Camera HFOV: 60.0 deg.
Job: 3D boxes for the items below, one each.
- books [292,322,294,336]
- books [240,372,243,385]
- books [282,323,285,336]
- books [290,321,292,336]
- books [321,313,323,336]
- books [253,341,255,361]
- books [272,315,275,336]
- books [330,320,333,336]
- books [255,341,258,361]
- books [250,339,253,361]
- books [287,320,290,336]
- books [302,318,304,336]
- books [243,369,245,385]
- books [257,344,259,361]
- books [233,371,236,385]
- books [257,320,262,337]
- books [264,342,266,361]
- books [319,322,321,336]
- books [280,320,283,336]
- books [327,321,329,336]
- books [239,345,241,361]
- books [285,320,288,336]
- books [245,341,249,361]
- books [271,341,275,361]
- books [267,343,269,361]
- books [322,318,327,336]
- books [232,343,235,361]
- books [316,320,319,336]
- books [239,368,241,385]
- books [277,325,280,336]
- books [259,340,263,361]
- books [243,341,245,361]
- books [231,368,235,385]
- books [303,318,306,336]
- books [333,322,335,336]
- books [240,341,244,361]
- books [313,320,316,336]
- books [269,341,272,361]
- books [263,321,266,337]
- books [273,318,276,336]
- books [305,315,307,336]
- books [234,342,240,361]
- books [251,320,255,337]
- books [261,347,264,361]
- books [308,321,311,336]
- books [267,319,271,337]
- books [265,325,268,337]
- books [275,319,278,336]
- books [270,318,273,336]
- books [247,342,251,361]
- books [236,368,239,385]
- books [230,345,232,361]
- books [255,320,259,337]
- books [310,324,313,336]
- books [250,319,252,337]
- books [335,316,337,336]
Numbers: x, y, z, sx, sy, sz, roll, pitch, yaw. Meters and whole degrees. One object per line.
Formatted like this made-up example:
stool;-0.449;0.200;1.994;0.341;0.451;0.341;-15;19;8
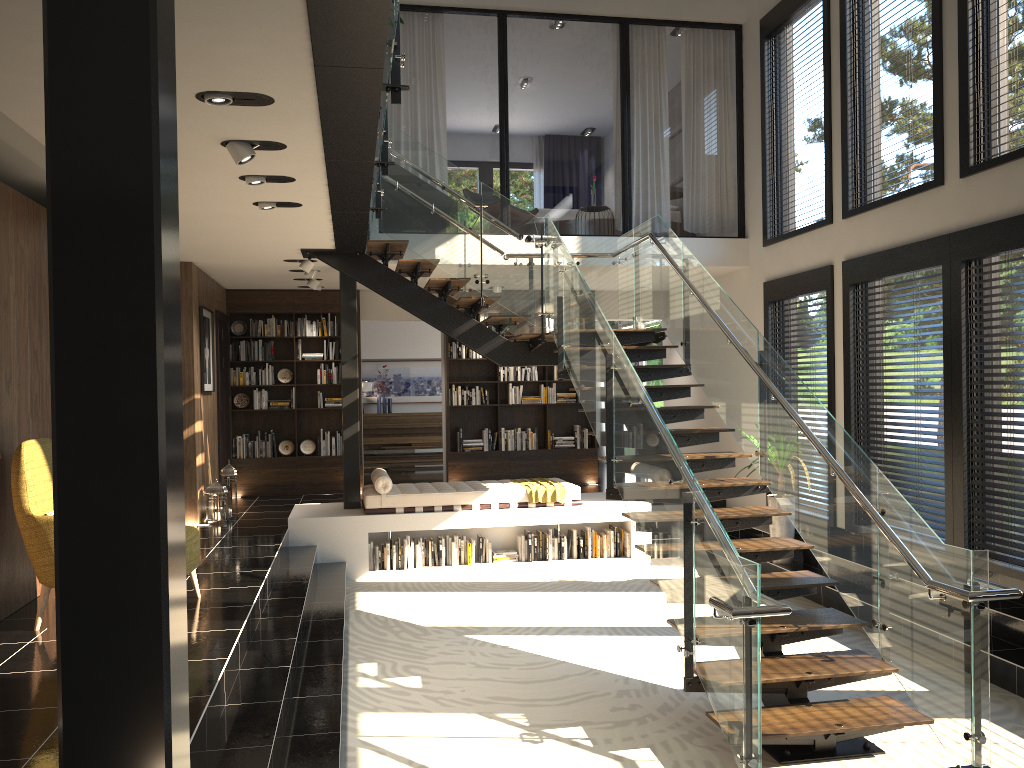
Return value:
books;-2.890;-0.718;11.718;0.024;0.194;0.182;-1;0;-10
books;-3.530;-0.067;11.597;0.037;0.169;0.148;-1;0;-10
books;-2.999;-0.706;11.667;0.029;0.172;0.187;-1;0;-10
books;-2.907;-0.723;11.681;0.023;0.202;0.201;-1;0;-10
books;-2.521;-0.779;11.755;0.015;0.303;0.252;-1;0;-10
books;-3.366;-0.432;11.593;0.019;0.264;0.175;-1;0;-10
books;-3.126;-0.757;11.630;0.012;0.278;0.228;-1;0;-10
books;-2.403;-0.738;11.833;0.037;0.218;0.144;-1;0;-10
books;-3.345;-0.428;11.623;0.032;0.255;0.160;-1;0;-10
books;-3.405;-0.443;11.607;0.015;0.287;0.154;-1;0;-10
books;-2.941;-0.727;11.689;0.039;0.212;0.172;-1;0;-10
books;-2.760;-0.743;11.706;0.013;0.239;0.255;-1;0;-10
books;-3.507;-0.087;11.622;0.018;0.208;0.126;-1;0;-10
books;-3.317;-0.411;11.625;0.024;0.220;0.123;-1;0;-10
books;-3.610;-0.077;11.584;0.045;0.192;0.164;-1;0;-10
books;-3.303;-0.723;11.634;0.059;0.216;0.159;-1;0;-10
books;-3.237;-0.422;11.649;0.028;0.240;0.148;-1;0;-10
books;-2.549;-0.722;11.794;0.029;0.191;0.177;-1;0;-10
books;-3.034;-0.728;11.694;0.030;0.217;0.165;-1;0;-10
books;-2.444;-0.727;11.801;0.021;0.197;0.200;-1;0;-10
books;-3.542;-0.399;11.572;0.025;0.204;0.192;-1;0;-10
books;-2.975;-0.726;11.690;0.027;0.212;0.180;-1;0;-10
books;-3.462;-0.429;11.587;0.027;0.260;0.181;-1;0;-10
books;-3.144;-0.437;11.664;0.035;0.266;0.133;-1;0;-10
books;-3.196;-0.424;11.649;0.024;0.242;0.144;-1;0;-10
books;-2.489;-0.751;11.804;0.064;0.247;0.209;-1;0;-10
books;-3.632;-0.411;11.562;0.023;0.231;0.143;-1;0;-10
books;-2.585;-0.738;11.789;0.042;0.223;0.163;-1;0;-10
books;-3.561;-0.098;11.610;0.018;0.232;0.123;-1;0;-10
books;-3.070;-0.693;11.698;0.040;0.149;0.125;-1;0;-10
books;-3.287;-0.438;11.615;0.033;0.273;0.189;-1;0;-10
books;-3.485;-0.432;11.577;0.022;0.267;0.197;-1;0;-10
books;-3.649;-0.093;11.582;0.030;0.224;0.166;-1;0;-10
books;-2.740;-0.744;11.730;0.035;0.241;0.208;-1;0;-10
books;-2.367;-0.723;11.814;0.027;0.186;0.220;-1;0;-10
books;-3.513;-0.425;11.576;0.035;0.255;0.183;-1;0;-10
books;-2.619;-0.731;11.767;0.034;0.211;0.206;-1;0;-10
books;-3.173;-0.434;11.658;0.025;0.263;0.147;-1;0;-10
books;-3.253;-0.717;11.667;0.025;0.203;0.156;-1;0;-10
books;-3.114;-0.741;11.657;0.020;0.245;0.228;-1;0;-10
books;-2.710;-0.763;11.690;0.011;0.276;0.287;-1;0;-10
books;-3.592;-0.424;11.589;0.066;0.255;0.127;-1;0;-10
books;-3.384;-0.722;11.586;0.024;0.216;0.210;-1;0;-10
books;-3.256;-0.396;11.609;0.025;0.188;0.181;-1;0;-10
books;-2.684;-0.728;11.764;0.027;0.207;0.203;-1;0;-10
books;-3.178;-0.732;11.634;0.039;0.230;0.205;-1;0;-10
books;-3.217;-0.694;11.645;0.035;0.156;0.186;-1;0;-10
books;-3.096;-0.736;11.671;0.020;0.235;0.206;-1;0;-10
books;-3.145;-0.737;11.627;0.025;0.239;0.220;-1;0;-10
books;-3.426;-0.421;11.573;0.039;0.243;0.179;-1;0;-10
books;-3.573;-0.099;11.560;0.022;0.235;0.194;-1;0;-10
books;-3.657;-0.403;11.576;0.023;0.215;0.148;-1;0;-10
books;-3.344;-0.725;11.619;0.026;0.222;0.202;-1;0;-10
books;-2.653;-0.711;11.766;0.034;0.171;0.158;-1;0;-10
books;-3.410;-0.730;11.619;0.017;0.234;0.200;-1;0;-10
books;-2.344;-0.761;11.795;0.013;0.262;0.217;-1;0;-10
